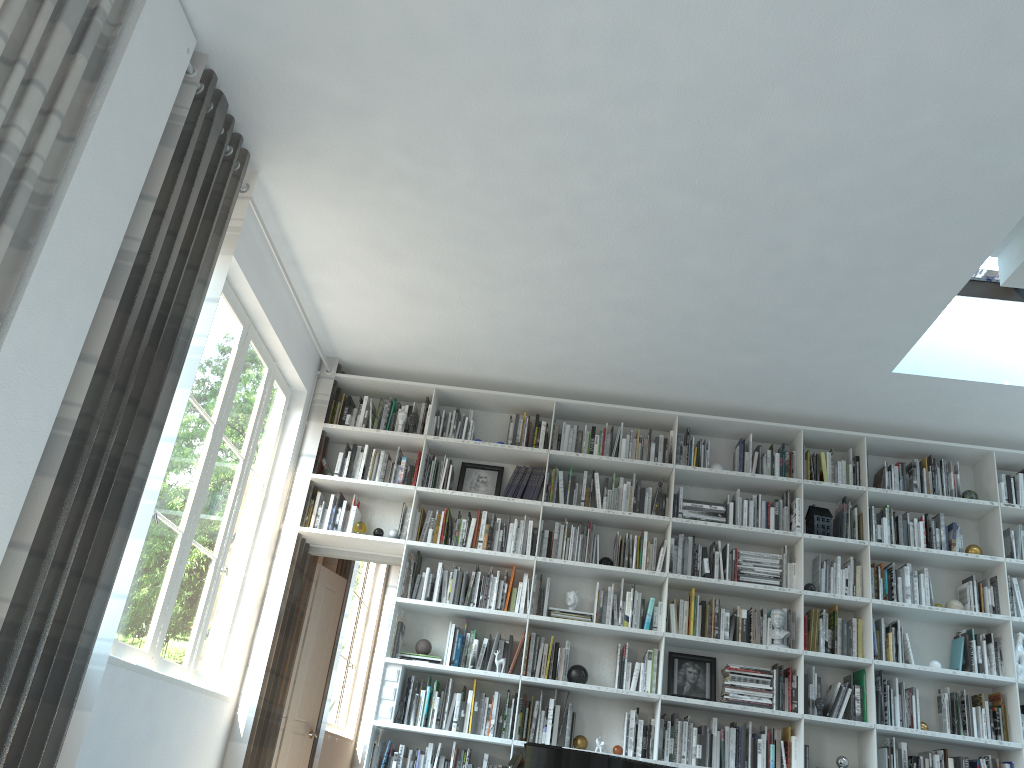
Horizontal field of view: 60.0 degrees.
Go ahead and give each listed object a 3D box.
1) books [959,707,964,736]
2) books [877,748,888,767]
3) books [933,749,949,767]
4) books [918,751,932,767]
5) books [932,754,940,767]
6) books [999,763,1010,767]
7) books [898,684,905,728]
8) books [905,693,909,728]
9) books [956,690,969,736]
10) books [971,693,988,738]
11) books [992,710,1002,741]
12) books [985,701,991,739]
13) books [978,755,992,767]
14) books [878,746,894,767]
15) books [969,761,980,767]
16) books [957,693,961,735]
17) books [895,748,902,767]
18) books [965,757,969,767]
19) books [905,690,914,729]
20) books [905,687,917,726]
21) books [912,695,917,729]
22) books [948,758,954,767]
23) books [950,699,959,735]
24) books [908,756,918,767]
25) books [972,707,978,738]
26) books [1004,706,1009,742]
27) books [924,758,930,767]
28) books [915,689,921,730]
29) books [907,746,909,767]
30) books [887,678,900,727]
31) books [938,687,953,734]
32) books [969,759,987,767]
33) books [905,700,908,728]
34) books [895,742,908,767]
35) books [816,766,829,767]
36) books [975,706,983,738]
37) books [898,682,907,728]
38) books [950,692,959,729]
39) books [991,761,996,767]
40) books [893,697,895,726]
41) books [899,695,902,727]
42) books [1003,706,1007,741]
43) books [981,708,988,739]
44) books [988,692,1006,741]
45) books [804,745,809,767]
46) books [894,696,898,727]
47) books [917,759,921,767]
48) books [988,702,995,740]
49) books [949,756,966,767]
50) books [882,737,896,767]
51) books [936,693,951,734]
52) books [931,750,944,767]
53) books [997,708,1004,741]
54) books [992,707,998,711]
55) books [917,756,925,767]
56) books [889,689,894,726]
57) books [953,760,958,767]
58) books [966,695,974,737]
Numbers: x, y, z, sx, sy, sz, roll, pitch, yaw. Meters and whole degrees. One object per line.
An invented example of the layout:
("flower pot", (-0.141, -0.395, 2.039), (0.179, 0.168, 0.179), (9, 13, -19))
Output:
("books", (2.710, 2.060, 5.414), (0.031, 0.207, 0.123), (6, -25, 4))
("books", (2.209, 2.309, 5.286), (0.012, 0.253, 0.161), (6, -25, 4))
("books", (2.548, 2.323, 5.257), (0.012, 0.291, 0.176), (6, -25, 4))
("books", (2.460, 2.331, 5.271), (0.014, 0.266, 0.172), (6, -25, 4))
("books", (2.491, 2.337, 5.256), (0.025, 0.251, 0.182), (6, -25, 4))
("books", (2.900, 2.381, 5.230), (0.026, 0.257, 0.157), (6, -25, 4))
("books", (2.360, 1.982, 5.425), (0.012, 0.266, 0.184), (6, -25, 4))
("books", (2.397, 2.014, 5.427), (0.008, 0.222, 0.134), (6, -25, 4))
("books", (2.739, 2.023, 5.416), (0.007, 0.283, 0.160), (6, -25, 4))
("books", (2.838, 2.032, 5.391), (0.006, 0.273, 0.173), (6, -25, 4))
("books", (2.897, 2.075, 5.354), (0.016, 0.179, 0.190), (6, -25, 4))
("books", (2.847, 2.053, 5.380), (0.018, 0.228, 0.182), (6, -25, 4))
("books", (2.813, 2.359, 5.253), (0.013, 0.292, 0.135), (6, -25, 4))
("books", (2.226, 2.298, 5.269), (0.023, 0.261, 0.187), (6, -25, 4))
("books", (2.730, 2.369, 5.246), (0.012, 0.248, 0.165), (6, -25, 4))
("books", (2.694, 2.027, 5.408), (0.008, 0.257, 0.159), (6, -25, 4))
("books", (2.273, 2.307, 5.266), (0.023, 0.255, 0.179), (6, -25, 4))
("books", (2.666, 2.356, 5.256), (0.026, 0.262, 0.170), (6, -25, 4))
("books", (2.409, 2.004, 5.421), (0.015, 0.237, 0.177), (6, -25, 4))
("books", (2.439, 1.997, 5.425), (0.014, 0.260, 0.142), (6, -25, 4))
("books", (2.421, 2.018, 5.411), (0.014, 0.206, 0.181), (6, -25, 4))
("books", (2.566, 2.349, 5.248), (0.031, 0.243, 0.185), (6, -25, 4))
("books", (2.663, 2.038, 5.389), (0.015, 0.215, 0.178), (6, -25, 4))
("books", (2.355, 2.334, 5.267), (0.065, 0.230, 0.162), (6, -25, 4))
("books", (2.763, 2.061, 5.368), (0.018, 0.181, 0.183), (6, -25, 4))
("books", (2.974, 2.078, 5.388), (0.009, 0.222, 0.146), (6, -25, 4))
("books", (2.439, 2.348, 5.267), (0.024, 0.227, 0.160), (6, -25, 4))
("books", (2.452, 2.004, 5.423), (0.013, 0.250, 0.173), (6, -25, 4))
("books", (2.321, 2.307, 5.274), (0.010, 0.275, 0.175), (6, -25, 4))
("books", (2.330, 1.963, 5.428), (0.014, 0.295, 0.176), (6, -25, 4))
("books", (2.653, 2.015, 5.430), (0.016, 0.288, 0.132), (6, -25, 4))
("books", (2.770, 2.363, 5.241), (0.070, 0.265, 0.186), (6, -25, 4))
("books", (2.384, 2.032, 5.418), (0.013, 0.178, 0.141), (6, -25, 4))
("books", (2.302, 2.293, 5.271), (0.030, 0.293, 0.189), (6, -25, 4))
("books", (1.936, 2.285, 5.236), (0.254, 0.012, 0.161), (3, -25, 12))
("books", (2.804, 2.065, 5.378), (0.015, 0.194, 0.176), (6, -25, 4))
("books", (2.381, 1.983, 5.441), (0.006, 0.283, 0.160), (6, -25, 4))
("books", (2.682, 2.025, 5.410), (0.015, 0.261, 0.150), (6, -25, 4))
("books", (2.827, 2.374, 5.246), (0.021, 0.263, 0.150), (6, -25, 4))
("books", (2.299, 1.998, 5.420), (0.013, 0.217, 0.161), (6, -25, 4))
("books", (2.344, 2.015, 5.423), (0.013, 0.202, 0.167), (6, -25, 4))
("books", (2.967, 2.076, 5.398), (0.007, 0.234, 0.132), (6, -25, 4))
("books", (2.820, 2.070, 5.370), (0.019, 0.182, 0.191), (6, -25, 4))
("books", (2.945, 2.033, 5.384), (0.007, 0.294, 0.163), (6, -25, 4))
("books", (1.748, 2.281, 5.320), (0.030, 0.209, 0.137), (6, -25, 4))
("books", (2.309, 2.012, 5.408), (0.013, 0.185, 0.184), (6, -25, 4))
("books", (2.392, 2.345, 5.263), (0.011, 0.216, 0.176), (6, -25, 4))
("books", (2.883, 2.061, 5.390), (0.021, 0.230, 0.156), (6, -25, 4))
("books", (2.641, 2.351, 5.251), (0.026, 0.261, 0.174), (6, -25, 4))
("books", (2.246, 2.276, 5.280), (0.010, 0.315, 0.187), (6, -25, 4))
("books", (2.634, 2.025, 5.412), (0.019, 0.250, 0.130), (6, -25, 4))
("books", (2.536, 2.335, 5.276), (0.012, 0.283, 0.160), (6, -25, 4))
("books", (2.929, 2.076, 5.373), (0.013, 0.203, 0.159), (6, -25, 4))
("books", (2.915, 2.078, 5.383), (0.016, 0.204, 0.142), (6, -25, 4))
("books", (2.414, 2.343, 5.274), (0.029, 0.233, 0.143), (6, -25, 4))
("books", (2.287, 1.988, 5.411), (0.011, 0.225, 0.189), (6, -25, 4))
("books", (2.617, 2.364, 5.263), (0.021, 0.241, 0.132), (6, -25, 4))
("books", (2.749, 2.029, 5.384), (0.018, 0.249, 0.185), (6, -25, 4))
